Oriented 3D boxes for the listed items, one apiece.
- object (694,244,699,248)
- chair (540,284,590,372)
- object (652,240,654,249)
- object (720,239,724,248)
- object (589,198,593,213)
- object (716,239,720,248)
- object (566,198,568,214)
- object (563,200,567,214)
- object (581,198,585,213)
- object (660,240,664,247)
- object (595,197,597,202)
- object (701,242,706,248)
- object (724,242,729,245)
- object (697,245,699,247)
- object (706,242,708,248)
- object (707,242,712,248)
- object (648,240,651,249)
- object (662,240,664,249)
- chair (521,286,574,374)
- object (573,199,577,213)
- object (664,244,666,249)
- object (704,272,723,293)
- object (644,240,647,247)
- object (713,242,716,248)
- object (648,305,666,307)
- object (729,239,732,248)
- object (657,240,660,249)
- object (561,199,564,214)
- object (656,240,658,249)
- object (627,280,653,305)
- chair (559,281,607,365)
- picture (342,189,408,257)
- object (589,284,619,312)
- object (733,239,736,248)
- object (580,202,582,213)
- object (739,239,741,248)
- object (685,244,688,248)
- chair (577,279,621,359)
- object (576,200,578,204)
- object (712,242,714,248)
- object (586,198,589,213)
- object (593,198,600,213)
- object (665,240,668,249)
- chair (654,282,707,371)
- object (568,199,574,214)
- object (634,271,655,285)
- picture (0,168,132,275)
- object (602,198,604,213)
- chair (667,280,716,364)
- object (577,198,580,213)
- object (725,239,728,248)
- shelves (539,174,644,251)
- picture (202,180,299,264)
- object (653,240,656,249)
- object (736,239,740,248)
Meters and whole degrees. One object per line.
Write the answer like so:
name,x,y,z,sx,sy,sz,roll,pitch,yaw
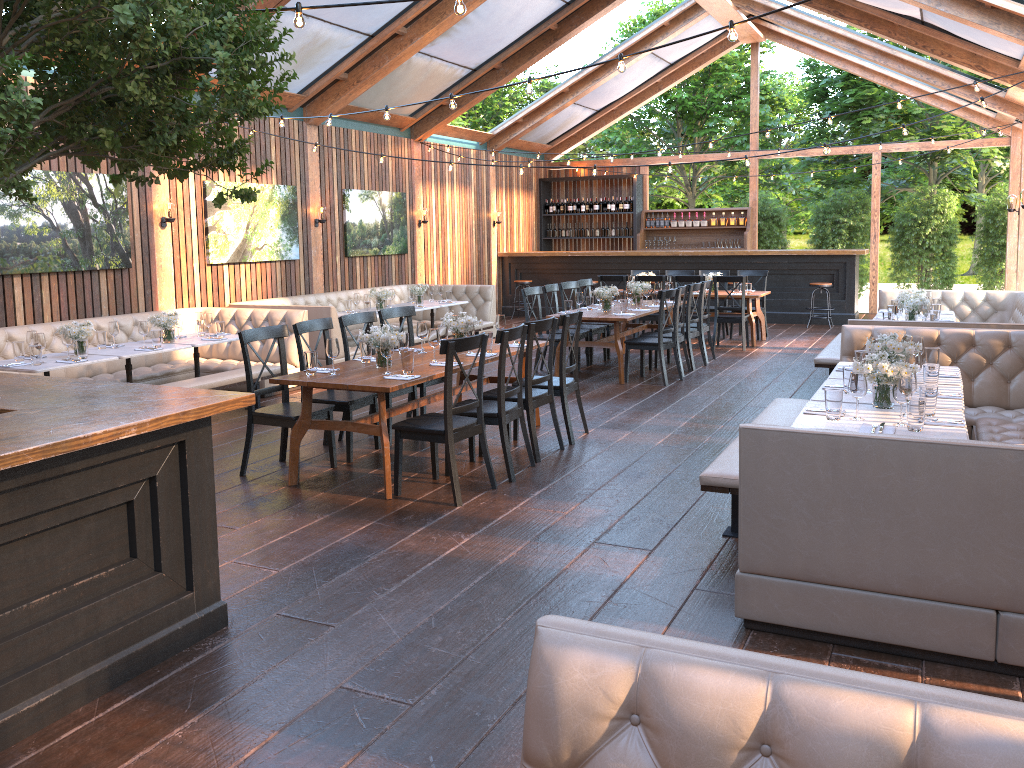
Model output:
object,3.785,-2.832,18.162,0.124,0.096,0.124,5,10,37
chair,0.651,-0.699,10.772,0.540,1.013,0.481,2,7,21
object,2.961,-2.912,18.457,0.070,0.184,0.070,3,7,30
object,4.211,-2.808,17.728,0.073,0.180,0.074,-1,6,0
object,1.683,-3.802,18.866,0.077,0.307,0.078,-1,6,5
object,4.142,-2.815,17.772,0.073,0.180,0.074,-1,6,0
object,1.209,-3.871,19.253,0.087,0.332,0.088,0,6,6
object,1.148,-3.832,19.124,0.075,0.300,0.076,5,8,43
object,1.521,-3.825,18.951,0.087,0.332,0.088,0,6,6
object,3.098,-2.885,18.279,0.070,0.184,0.070,3,7,30
object,1.806,-3.836,18.990,0.087,0.332,0.088,0,6,6
object,3.920,-2.838,18.081,0.097,0.133,0.098,1,7,12
object,4.335,-2.811,17.880,0.097,0.133,0.098,1,7,12
object,3.830,-2.858,18.310,0.124,0.096,0.124,5,10,37
object,4.037,-2.854,18.166,0.097,0.133,0.098,1,7,12
object,4.027,-2.830,18.022,0.097,0.133,0.098,1,7,12
object,2.864,-2.901,18.401,0.070,0.184,0.070,3,7,30
object,3.123,-2.902,18.381,0.070,0.184,0.070,3,7,30
chair,0.406,-0.609,10.271,0.540,1.013,0.480,2,7,26
object,1.357,-3.826,19.055,0.077,0.305,0.077,5,8,42
object,3.195,-2.897,18.340,0.070,0.184,0.070,3,7,30
object,2.979,-1.502,13.034,0.330,0.307,0.338,-6,9,-31
object,2.790,-2.907,18.444,0.070,0.184,0.070,3,7,30
object,4.135,-2.826,17.989,0.097,0.133,0.098,1,7,12
object,1.750,-0.953,10.795,0.255,0.019,0.158,4,11,26
object,4.362,-2.800,17.665,0.073,0.180,0.074,-1,6,0
object,3.040,-2.894,18.339,0.070,0.184,0.070,3,7,30
object,1.093,-3.849,19.198,0.078,0.310,0.078,1,7,21
object,3.038,-2.908,18.425,0.070,0.184,0.070,3,7,30
object,1.593,-1.165,11.202,0.329,0.307,0.339,-2,8,-7
chair,0.896,-0.788,11.272,0.540,1.013,0.480,3,8,31
picture,-2.103,-2.504,13.777,0.065,0.990,1.662,2,9,26
object,1.088,-1.000,10.284,0.337,0.307,0.331,-5,9,-29
object,4.441,-2.798,17.644,0.073,0.180,0.074,-1,6,0
object,1.514,-3.837,19.084,0.136,0.314,0.137,-2,7,-12
object,4.534,-2.802,17.659,0.073,0.180,0.074,-1,6,0
object,3.625,-2.865,18.377,0.124,0.096,0.124,5,10,37
chair,1.141,-0.878,11.773,0.540,1.013,0.480,2,7,26
object,1.409,-3.844,19.165,0.075,0.300,0.076,5,8,43
object,4.136,-2.845,18.101,0.097,0.133,0.098,1,7,12
object,1.621,-3.815,18.946,0.078,0.310,0.078,1,7,21
object,1.805,-3.804,18.862,0.136,0.314,0.137,-2,7,-12
object,3.191,-2.881,18.250,0.070,0.184,0.070,3,7,30
chair,2.035,-0.714,10.719,0.540,1.013,0.480,3,8,31
object,1.271,-3.842,19.136,0.136,0.314,0.137,-2,7,-12
object,2.040,-1.566,13.511,0.336,0.307,0.331,-2,8,-9
picture,-4.512,-1.619,8.826,0.065,0.990,1.662,2,9,26
object,1.936,-3.807,18.880,0.077,0.305,0.077,5,8,42
chair,2.275,-0.804,11.222,0.540,1.013,0.480,2,7,26
object,1.426,-3.826,18.990,0.081,0.322,0.082,-1,6,5
object,4.289,-2.805,17.700,0.073,0.180,0.074,-1,6,0
shelves,1.711,-3.052,19.139,2.205,2.809,0.505,3,7,26
picture,-3.297,-2.065,11.323,0.065,0.990,1.662,2,9,26
object,2.952,-2.896,18.359,0.070,0.184,0.070,3,7,30
object,4.493,-2.790,17.588,0.073,0.180,0.074,-1,6,0
